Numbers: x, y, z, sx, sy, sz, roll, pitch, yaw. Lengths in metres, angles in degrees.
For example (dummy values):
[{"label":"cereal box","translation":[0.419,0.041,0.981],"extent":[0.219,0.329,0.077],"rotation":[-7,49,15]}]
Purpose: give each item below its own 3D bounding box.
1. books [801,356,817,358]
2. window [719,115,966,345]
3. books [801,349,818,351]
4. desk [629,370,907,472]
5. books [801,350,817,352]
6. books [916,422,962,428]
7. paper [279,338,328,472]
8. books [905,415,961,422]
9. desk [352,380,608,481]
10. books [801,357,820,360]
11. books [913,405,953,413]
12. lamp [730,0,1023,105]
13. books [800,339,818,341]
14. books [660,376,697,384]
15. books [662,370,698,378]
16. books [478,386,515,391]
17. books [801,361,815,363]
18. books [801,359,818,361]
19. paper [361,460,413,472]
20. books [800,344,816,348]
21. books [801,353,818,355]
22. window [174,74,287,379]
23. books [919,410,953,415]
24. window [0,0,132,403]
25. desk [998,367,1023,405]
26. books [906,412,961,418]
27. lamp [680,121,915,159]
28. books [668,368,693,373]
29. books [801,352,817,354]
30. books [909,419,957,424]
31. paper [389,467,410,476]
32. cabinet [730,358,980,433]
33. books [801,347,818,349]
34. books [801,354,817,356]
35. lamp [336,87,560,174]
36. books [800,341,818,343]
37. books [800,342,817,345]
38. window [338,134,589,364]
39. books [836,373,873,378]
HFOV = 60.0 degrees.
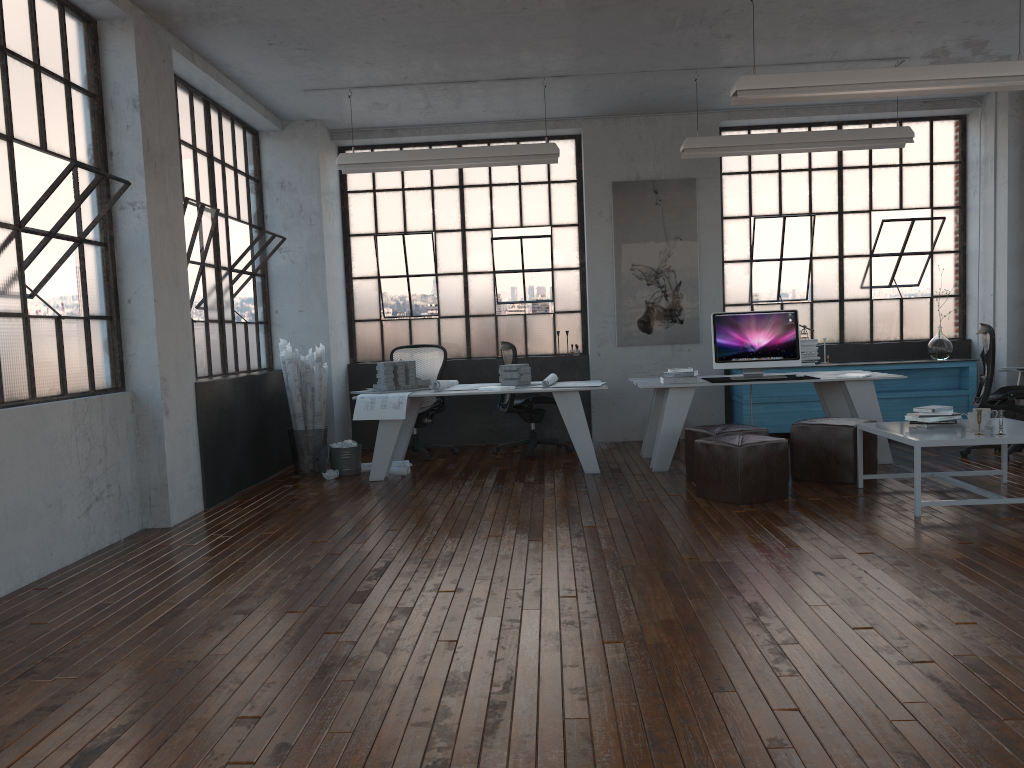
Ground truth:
[{"label":"books","translation":[2.936,-0.277,8.966],"extent":[0.254,0.013,0.160],"rotation":[-2,3,3]},{"label":"window","translation":[3.399,-1.542,9.163],"extent":[2.591,2.396,0.668],"rotation":[-2,5,3]},{"label":"books","translation":[2.935,-0.345,8.961],"extent":[0.263,0.017,0.167],"rotation":[-2,3,3]},{"label":"desk","translation":[2.090,0.293,7.534],"extent":[2.077,0.706,1.073],"rotation":[-2,4,3]},{"label":"books","translation":[2.929,-0.329,8.955],"extent":[0.254,0.012,0.160],"rotation":[-2,3,3]},{"label":"books","translation":[2.745,0.260,5.709],"extent":[0.218,0.028,0.171],"rotation":[-2,3,3]},{"label":"paper","translation":[-1.823,0.174,7.847],"extent":[0.412,1.201,0.440],"rotation":[-4,5,-19]},{"label":"books","translation":[2.712,0.214,5.717],"extent":[0.272,0.031,0.200],"rotation":[-4,4,-22]},{"label":"desk","translation":[-0.227,0.379,7.636],"extent":[2.056,0.699,1.062],"rotation":[-2,4,3]},{"label":"books","translation":[2.924,-0.258,8.968],"extent":[0.331,0.025,0.175],"rotation":[-2,3,3]},{"label":"books","translation":[2.697,0.160,5.681],"extent":[0.202,0.026,0.141],"rotation":[-4,4,-27]},{"label":"lamp","translation":[2.320,-2.134,5.532],"extent":[1.877,0.630,0.201],"rotation":[-2,5,3]},{"label":"books","translation":[2.911,-0.440,8.940],"extent":[0.288,0.016,0.182],"rotation":[-2,3,3]},{"label":"books","translation":[1.363,-0.035,7.258],"extent":[0.271,0.050,0.200],"rotation":[-2,3,3]},{"label":"books","translation":[1.374,-0.081,7.230],"extent":[0.257,0.045,0.192],"rotation":[-1,4,22]},{"label":"books","translation":[-0.125,0.034,7.349],"extent":[0.235,0.024,0.200],"rotation":[0,4,38]},{"label":"books","translation":[2.839,-0.216,8.758],"extent":[0.251,0.012,0.202],"rotation":[-2,3,4]},{"label":"books","translation":[2.921,-0.238,8.960],"extent":[0.285,0.012,0.159],"rotation":[-2,3,3]},{"label":"paper","translation":[-1.102,0.726,7.749],"extent":[0.466,0.094,0.113],"rotation":[-3,4,-12]},{"label":"books","translation":[2.902,-0.383,8.973],"extent":[0.296,0.028,0.179],"rotation":[-2,3,3]},{"label":"books","translation":[2.940,-0.305,8.954],"extent":[0.256,0.013,0.160],"rotation":[-2,3,3]},{"label":"window","translation":[-2.458,-1.197,7.339],"extent":[0.670,2.396,2.585],"rotation":[-2,4,2]},{"label":"books","translation":[2.720,0.182,5.680],"extent":[0.184,0.026,0.125],"rotation":[0,4,32]},{"label":"window","translation":[-2.585,-1.015,4.275],"extent":[0.670,2.264,2.451],"rotation":[-2,4,2]},{"label":"desk","translation":[4.618,0.225,7.012],"extent":[0.933,0.690,1.224],"rotation":[-2,4,3]},{"label":"books","translation":[2.720,0.196,5.712],"extent":[0.275,0.014,0.199],"rotation":[-2,3,3]},{"label":"lamp","translation":[2.346,-2.032,7.335],"extent":[1.877,0.206,0.201],"rotation":[-2,4,3]},{"label":"books","translation":[1.375,-0.114,7.243],"extent":[0.185,0.030,0.152],"rotation":[-2,3,3]},{"label":"books","translation":[2.919,-0.317,8.962],"extent":[0.285,0.012,0.159],"rotation":[-2,3,3]},{"label":"books","translation":[2.712,0.237,5.721],"extent":[0.274,0.025,0.210],"rotation":[-1,4,22]},{"label":"paper","translation":[-1.017,0.742,7.556],"extent":[0.341,0.069,0.083],"rotation":[-1,4,28]},{"label":"cabinet","translation":[3.366,0.157,8.854],"extent":[2.262,0.734,0.625],"rotation":[-2,4,3]},{"label":"books","translation":[2.927,-0.362,8.974],"extent":[0.288,0.016,0.182],"rotation":[-2,3,3]},{"label":"books","translation":[2.919,-0.290,8.980],"extent":[0.288,0.016,0.182],"rotation":[-2,3,3]},{"label":"lamp","translation":[-0.548,-2.144,7.444],"extent":[1.877,0.630,0.201],"rotation":[-2,5,3]},{"label":"books","translation":[2.918,-0.425,8.952],"extent":[0.288,0.016,0.182],"rotation":[-2,3,3]},{"label":"books","translation":[2.921,-0.406,8.954],"extent":[0.273,0.021,0.174],"rotation":[-2,3,3]},{"label":"window","translation":[-0.501,-1.392,9.336],"extent":[2.591,2.396,0.668],"rotation":[-2,5,3]},{"label":"books","translation":[2.751,-0.068,7.119],"extent":[0.205,0.019,0.243],"rotation":[1,4,42]}]
